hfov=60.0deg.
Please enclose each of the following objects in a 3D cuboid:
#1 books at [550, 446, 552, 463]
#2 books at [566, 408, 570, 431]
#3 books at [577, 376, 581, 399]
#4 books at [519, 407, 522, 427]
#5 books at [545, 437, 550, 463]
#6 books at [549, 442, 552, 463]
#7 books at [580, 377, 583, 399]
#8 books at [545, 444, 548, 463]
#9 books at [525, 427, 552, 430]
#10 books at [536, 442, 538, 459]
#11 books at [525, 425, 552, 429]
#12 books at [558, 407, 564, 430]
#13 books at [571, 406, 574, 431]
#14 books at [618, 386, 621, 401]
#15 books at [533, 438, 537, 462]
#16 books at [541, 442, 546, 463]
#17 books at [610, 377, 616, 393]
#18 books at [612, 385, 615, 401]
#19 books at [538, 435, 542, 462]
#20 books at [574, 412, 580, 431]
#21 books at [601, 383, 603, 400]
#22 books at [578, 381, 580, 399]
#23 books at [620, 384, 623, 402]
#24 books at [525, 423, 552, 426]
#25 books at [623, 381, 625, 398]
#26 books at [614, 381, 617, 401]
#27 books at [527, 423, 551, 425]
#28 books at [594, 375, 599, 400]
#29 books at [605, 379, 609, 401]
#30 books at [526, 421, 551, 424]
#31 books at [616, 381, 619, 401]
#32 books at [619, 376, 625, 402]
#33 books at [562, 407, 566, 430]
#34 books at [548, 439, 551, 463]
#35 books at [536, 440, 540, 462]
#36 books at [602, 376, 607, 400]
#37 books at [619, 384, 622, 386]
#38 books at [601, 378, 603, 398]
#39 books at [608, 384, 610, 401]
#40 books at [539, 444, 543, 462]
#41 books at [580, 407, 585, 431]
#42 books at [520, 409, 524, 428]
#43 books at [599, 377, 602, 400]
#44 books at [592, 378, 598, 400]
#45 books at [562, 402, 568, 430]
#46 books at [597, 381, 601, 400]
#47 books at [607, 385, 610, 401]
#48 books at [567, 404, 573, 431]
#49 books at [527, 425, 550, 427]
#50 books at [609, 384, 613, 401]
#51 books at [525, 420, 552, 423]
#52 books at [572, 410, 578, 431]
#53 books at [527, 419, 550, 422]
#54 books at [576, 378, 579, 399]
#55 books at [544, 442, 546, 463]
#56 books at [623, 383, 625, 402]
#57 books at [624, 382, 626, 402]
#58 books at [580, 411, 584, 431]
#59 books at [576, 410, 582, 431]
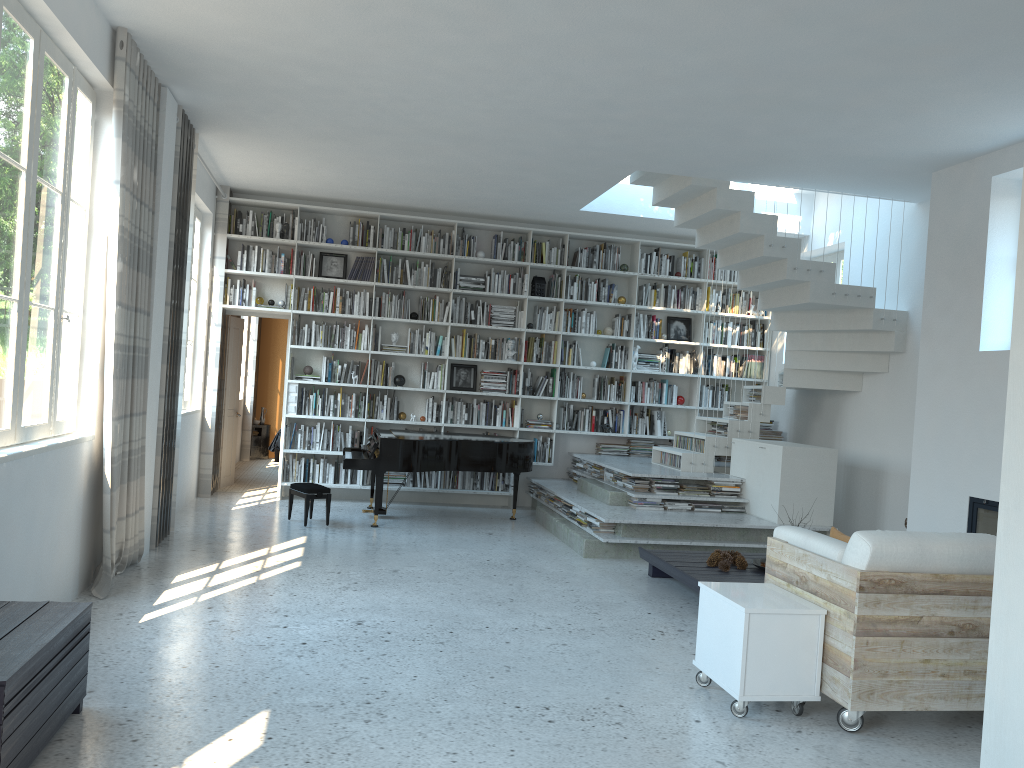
[{"bbox_3d":[0.427,0.784,10.032,0.012,0.206,0.160,4,0,-11],"label":"books"},{"bbox_3d":[0.623,0.398,10.125,0.023,0.256,0.178,4,0,-11],"label":"books"},{"bbox_3d":[0.760,0.038,10.162,0.014,0.261,0.142,4,0,-11],"label":"books"},{"bbox_3d":[0.073,0.374,10.045,0.027,0.229,0.141,4,0,-11],"label":"books"},{"bbox_3d":[0.390,0.741,10.003,0.021,0.285,0.172,4,0,-11],"label":"books"},{"bbox_3d":[0.418,0.769,10.017,0.013,0.233,0.149,4,0,-11],"label":"books"},{"bbox_3d":[0.773,0.044,10.165,0.013,0.251,0.172,4,0,-11],"label":"books"},{"bbox_3d":[0.373,0.777,9.993,0.011,0.212,0.178,4,0,-11],"label":"books"},{"bbox_3d":[0.295,0.498,10.026,0.285,0.012,0.159,4,0,-8],"label":"books"},{"bbox_3d":[0.262,0.761,9.997,0.012,0.229,0.129,4,0,-11],"label":"books"},{"bbox_3d":[0.296,0.486,10.030,0.285,0.012,0.159,4,0,-6],"label":"books"},{"bbox_3d":[0.556,0.395,10.131,0.012,0.254,0.161,4,0,-11],"label":"books"},{"bbox_3d":[0.668,0.391,10.142,0.010,0.277,0.174,4,0,-11],"label":"books"},{"bbox_3d":[1.221,0.109,10.228,0.016,0.180,0.189,4,0,-11],"label":"books"},{"bbox_3d":[0.256,0.743,9.987,0.005,0.264,0.162,4,0,-11],"label":"books"},{"bbox_3d":[0.344,0.768,9.988,0.026,0.225,0.175,4,0,-11],"label":"books"},{"bbox_3d":[1.157,0.058,10.229,0.006,0.274,0.173,4,0,-11],"label":"books"},{"bbox_3d":[1.142,0.103,10.224,0.019,0.183,0.190,4,0,-11],"label":"books"},{"bbox_3d":[0.300,0.728,10.005,0.032,0.300,0.149,4,0,-11],"label":"books"},{"bbox_3d":[0.739,0.426,10.163,0.011,0.217,0.175,4,0,-11],"label":"books"},{"bbox_3d":[1.026,0.082,10.236,0.031,0.208,0.122,4,0,-11],"label":"books"},{"bbox_3d":[0.746,0.064,10.155,0.014,0.207,0.180,4,0,-11],"label":"books"},{"bbox_3d":[1.248,0.099,10.252,0.013,0.204,0.158,4,0,-11],"label":"books"},{"bbox_3d":[0.298,0.462,10.025,0.285,0.012,0.159,4,0,-8],"label":"books"},{"bbox_3d":[1.268,0.082,10.275,0.019,0.241,0.134,4,0,-11],"label":"books"},{"bbox_3d":[1.167,0.081,10.231,0.018,0.229,0.181,4,0,-11],"label":"books"},{"bbox_3d":[0.298,0.450,10.029,0.254,0.012,0.161,4,0,-6],"label":"books"},{"bbox_3d":[0.968,0.037,10.218,0.016,0.290,0.131,4,0,-11],"label":"books"},{"bbox_3d":[1.071,0.064,10.204,0.018,0.251,0.184,4,0,-11],"label":"books"},{"bbox_3d":[0.300,0.437,10.019,0.254,0.012,0.161,4,0,-11],"label":"books"},{"bbox_3d":[1.199,0.082,10.250,0.021,0.232,0.155,4,0,-11],"label":"books"},{"bbox_3d":[1.262,0.054,10.246,0.007,0.295,0.162,4,0,-11],"label":"books"},{"bbox_3d":[0.577,0.392,10.114,0.023,0.262,0.186,4,0,-11],"label":"books"},{"bbox_3d":[0.403,0.750,10.028,0.015,0.271,0.157,4,0,-11],"label":"books"},{"bbox_3d":[0.279,0.753,9.983,0.014,0.246,0.176,4,0,-11],"label":"books"},{"bbox_3d":[1.055,0.046,10.227,0.007,0.285,0.159,4,0,-11],"label":"books"},{"bbox_3d":[1.232,0.098,10.258,0.016,0.205,0.141,4,0,-11],"label":"books"},{"bbox_3d":[1.012,0.056,10.212,0.008,0.259,0.158,4,0,-11],"label":"books"},{"bbox_3d":[1.101,0.069,10.240,0.030,0.244,0.135,4,0,-11],"label":"books"},{"bbox_3d":[0.319,0.778,10.009,0.013,0.202,0.139,4,0,-11],"label":"books"},{"bbox_3d":[0.804,0.405,10.179,0.014,0.268,0.171,4,0,-11],"label":"books"},{"bbox_3d":[0.100,0.385,10.053,0.030,0.210,0.136,4,0,-11],"label":"books"},{"bbox_3d":[1.000,0.053,10.211,0.015,0.262,0.149,4,0,-11],"label":"books"},{"bbox_3d":[0.952,0.055,10.203,0.019,0.252,0.130,4,0,-11],"label":"books"},{"bbox_3d":[0.595,0.366,10.118,0.010,0.316,0.186,4,0,-11],"label":"books"},{"bbox_3d":[0.986,0.076,10.194,0.016,0.216,0.177,4,0,-11],"label":"books"},{"bbox_3d":[1.087,0.099,10.207,0.018,0.182,0.182,4,0,-11],"label":"books"},{"bbox_3d":[0.651,0.381,10.129,0.030,0.294,0.188,4,0,-11],"label":"books"},{"bbox_3d":[0.297,0.474,10.027,0.254,0.012,0.161,4,0,-5],"label":"books"},{"bbox_3d":[1.126,0.096,10.225,0.015,0.195,0.175,4,0,-11],"label":"books"},{"bbox_3d":[0.300,0.425,10.027,0.285,0.012,0.159,4,0,-7],"label":"books"},{"bbox_3d":[0.703,0.416,10.155,0.065,0.231,0.162,4,0,-11],"label":"books"},{"bbox_3d":[0.302,0.413,10.020,0.254,0.012,0.161,4,0,-2],"label":"books"},{"bbox_3d":[0.732,0.048,10.155,0.015,0.238,0.176,4,0,-11],"label":"books"},{"bbox_3d":[0.359,0.769,10.008,0.012,0.225,0.149,4,0,-11],"label":"books"},{"bbox_3d":[1.279,0.086,10.281,0.007,0.235,0.131,4,0,-11],"label":"books"},{"bbox_3d":[1.288,0.092,10.274,0.009,0.224,0.146,4,0,-11],"label":"books"},{"bbox_3d":[0.784,0.423,10.178,0.024,0.228,0.159,4,0,-11],"label":"books"},{"bbox_3d":[0.758,0.418,10.177,0.029,0.235,0.142,4,0,-11],"label":"books"}]
